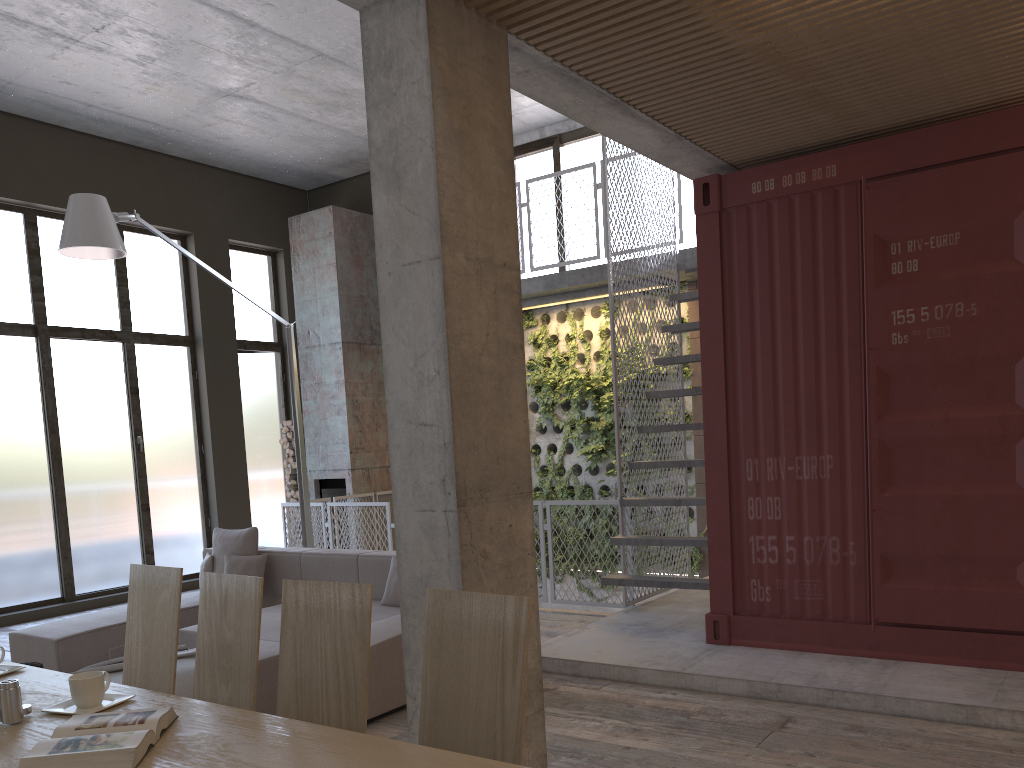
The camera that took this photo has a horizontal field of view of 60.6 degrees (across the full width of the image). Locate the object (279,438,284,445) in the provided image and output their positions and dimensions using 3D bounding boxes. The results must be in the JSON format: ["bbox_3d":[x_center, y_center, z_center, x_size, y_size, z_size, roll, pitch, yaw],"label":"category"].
[{"bbox_3d":[-2.916,0.764,11.734,0.091,0.093,0.435,-3,-2,34],"label":"object"}]

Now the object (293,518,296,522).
[{"bbox_3d":[-2.826,1.860,11.902,0.070,0.119,0.362,-1,-1,35],"label":"object"}]

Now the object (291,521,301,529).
[{"bbox_3d":[-2.752,1.872,11.760,0.094,0.084,0.477,-3,-3,34],"label":"object"}]

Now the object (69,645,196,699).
[{"bbox_3d":[-2.236,1.710,4.417,1.589,0.506,1.047,-1,-3,-36],"label":"object"}]

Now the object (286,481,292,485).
[{"bbox_3d":[-2.865,1.332,11.806,0.122,0.068,0.361,-4,-3,34],"label":"object"}]

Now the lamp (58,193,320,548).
[{"bbox_3d":[-2.303,0.447,7.211,0.757,3.450,2.607,-1,2,23],"label":"lamp"}]

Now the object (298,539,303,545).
[{"bbox_3d":[-2.679,2.095,11.788,0.094,0.084,0.477,-3,-3,36],"label":"object"}]

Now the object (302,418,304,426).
[{"bbox_3d":[-2.660,0.504,11.622,0.099,0.108,0.292,-3,-2,36],"label":"object"}]

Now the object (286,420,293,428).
[{"bbox_3d":[-2.829,0.530,11.580,0.104,0.103,0.290,-3,-2,34],"label":"object"}]

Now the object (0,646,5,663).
[{"bbox_3d":[-1.780,0.934,2.960,0.093,0.089,0.117,-3,-1,-11],"label":"object"}]

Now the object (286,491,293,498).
[{"bbox_3d":[-2.846,1.474,11.845,0.092,0.093,0.435,-3,-2,36],"label":"object"}]

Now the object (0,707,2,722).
[{"bbox_3d":[-1.409,0.857,2.364,0.052,0.113,0.052,-4,3,-10],"label":"object"}]

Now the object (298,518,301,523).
[{"bbox_3d":[-2.688,1.794,11.734,0.115,0.080,0.432,-4,-3,34],"label":"object"}]

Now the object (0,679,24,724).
[{"bbox_3d":[-1.351,0.855,2.364,0.052,0.110,0.052,-4,3,-10],"label":"object"}]

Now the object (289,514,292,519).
[{"bbox_3d":[-2.827,1.757,11.878,0.080,0.108,0.434,-2,-2,35],"label":"object"}]

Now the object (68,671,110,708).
[{"bbox_3d":[-1.210,0.873,2.508,0.093,0.089,0.117,-3,-1,-11],"label":"object"}]

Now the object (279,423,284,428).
[{"bbox_3d":[-2.923,0.553,11.715,0.067,0.069,0.420,-3,-3,34],"label":"object"}]

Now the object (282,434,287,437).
[{"bbox_3d":[-2.889,0.694,11.727,0.066,0.087,0.423,-2,-2,33],"label":"object"}]

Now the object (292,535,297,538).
[{"bbox_3d":[-2.825,2.051,11.866,0.122,0.068,0.361,-4,-3,34],"label":"object"}]

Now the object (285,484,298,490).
[{"bbox_3d":[-2.843,1.365,11.707,0.071,0.073,0.420,-3,-2,36],"label":"object"}]

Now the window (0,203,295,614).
[{"bbox_3d":[-5.663,0.230,8.161,0.209,4.193,9.153,0,0,34],"label":"window"}]

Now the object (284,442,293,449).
[{"bbox_3d":[-2.814,0.807,11.671,0.094,0.084,0.477,-3,-3,34],"label":"object"}]

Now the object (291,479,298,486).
[{"bbox_3d":[-2.764,1.309,11.778,0.115,0.080,0.432,-4,-3,36],"label":"object"}]

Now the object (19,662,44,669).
[{"bbox_3d":[-2.361,1.440,4.265,0.303,0.170,0.297,-4,-2,23],"label":"object"}]

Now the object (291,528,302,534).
[{"bbox_3d":[-2.790,1.959,11.828,0.091,0.090,0.452,-3,-2,37],"label":"object"}]

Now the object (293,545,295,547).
[{"bbox_3d":[-2.805,2.193,11.905,0.092,0.093,0.435,-3,-2,36],"label":"object"}]

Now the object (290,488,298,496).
[{"bbox_3d":[-2.774,1.438,11.795,0.091,0.090,0.452,-3,-2,36],"label":"object"}]

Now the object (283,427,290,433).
[{"bbox_3d":[-2.838,0.603,11.649,0.113,0.080,0.433,-4,-3,34],"label":"object"}]

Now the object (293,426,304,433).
[{"bbox_3d":[-2.683,0.600,11.560,0.093,0.093,0.435,-3,-3,34],"label":"object"}]

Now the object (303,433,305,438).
[{"bbox_3d":[-2.641,0.676,11.548,0.066,0.068,0.420,-3,-3,34],"label":"object"}]

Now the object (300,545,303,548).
[{"bbox_3d":[-2.643,2.170,11.752,0.091,0.090,0.452,-3,-3,33],"label":"object"}]

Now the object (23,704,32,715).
[{"bbox_3d":[-1.360,0.905,2.432,0.051,0.019,0.050,-4,-3,18],"label":"object"}]

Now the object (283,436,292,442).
[{"bbox_3d":[-2.849,0.732,11.678,0.091,0.090,0.453,-3,-3,34],"label":"object"}]

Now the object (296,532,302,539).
[{"bbox_3d":[-2.724,2.028,11.839,0.115,0.080,0.432,-4,-3,36],"label":"object"}]

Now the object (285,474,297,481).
[{"bbox_3d":[-2.830,1.240,11.768,0.091,0.090,0.452,-3,-2,37],"label":"object"}]

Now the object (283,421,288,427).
[{"bbox_3d":[-2.856,0.533,11.701,0.091,0.091,0.453,-3,-3,33],"label":"object"}]

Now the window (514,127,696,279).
[{"bbox_3d":[1.430,-2.036,9.475,3.577,1.762,0.109,-5,3,35],"label":"window"}]

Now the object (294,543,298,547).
[{"bbox_3d":[-2.734,2.157,11.856,0.091,0.090,0.452,-3,-2,36],"label":"object"}]

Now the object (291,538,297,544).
[{"bbox_3d":[-2.802,2.084,11.768,0.071,0.073,0.420,-3,-2,36],"label":"object"}]

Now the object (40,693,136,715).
[{"bbox_3d":[-1.205,0.914,2.498,0.185,0.014,0.184,-5,-4,21],"label":"object"}]

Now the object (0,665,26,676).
[{"bbox_3d":[-1.774,0.976,2.951,0.185,0.014,0.184,-5,-4,21],"label":"object"}]

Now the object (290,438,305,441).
[{"bbox_3d":[-2.750,0.729,11.646,0.115,0.080,0.432,-4,-3,34],"label":"object"}]
